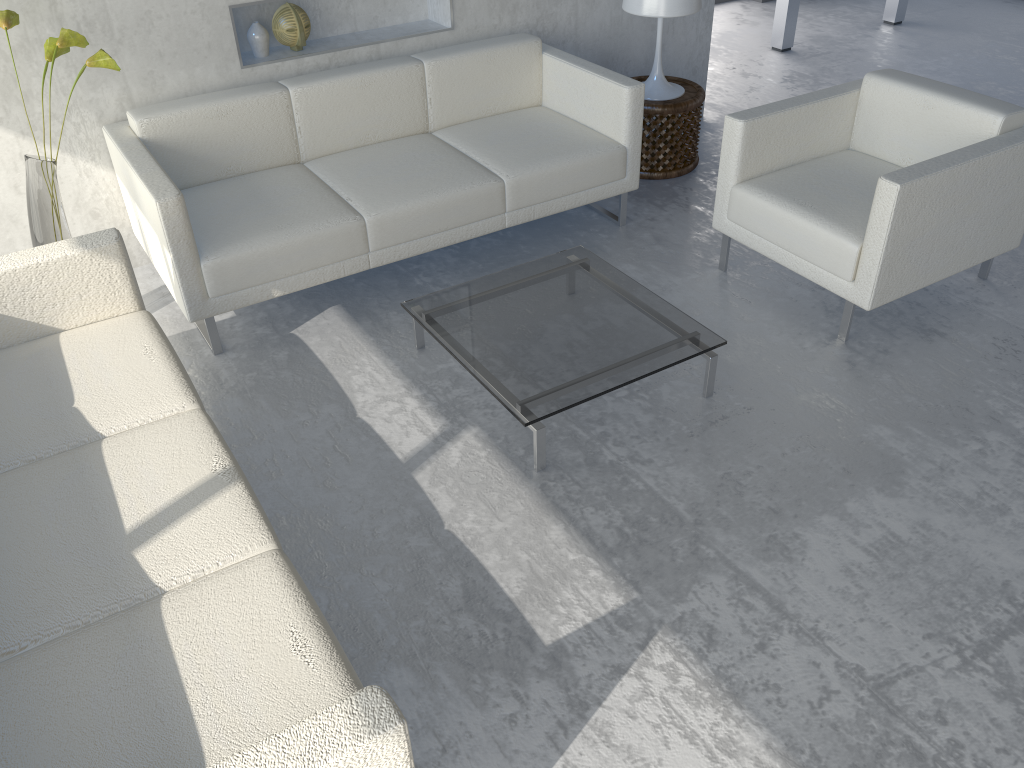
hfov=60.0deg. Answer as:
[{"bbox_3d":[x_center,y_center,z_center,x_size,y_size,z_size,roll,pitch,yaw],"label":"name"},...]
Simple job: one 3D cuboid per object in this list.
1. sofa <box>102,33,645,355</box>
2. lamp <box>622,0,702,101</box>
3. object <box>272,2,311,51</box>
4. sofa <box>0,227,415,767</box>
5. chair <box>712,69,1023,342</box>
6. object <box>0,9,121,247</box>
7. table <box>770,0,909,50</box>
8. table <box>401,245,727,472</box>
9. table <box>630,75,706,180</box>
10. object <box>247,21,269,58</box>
[{"bbox_3d":[-0.476,-0.840,3.486,1.881,0.658,0.821,-21,40,-24],"label":"sofa"},{"bbox_3d":[0.661,-1.596,3.952,0.347,0.582,0.347,15,39,22],"label":"lamp"},{"bbox_3d":[-0.863,-1.424,3.541,0.163,0.179,0.088,-29,44,-32],"label":"object"},{"bbox_3d":[-0.964,0.347,1.879,0.821,0.658,1.881,-21,40,-24],"label":"sofa"},{"bbox_3d":[1.284,-0.684,3.188,0.821,0.662,0.748,-21,40,-24],"label":"chair"},{"bbox_3d":[-1.420,-0.667,2.963,0.400,1.051,0.387,-4,36,-2],"label":"object"},{"bbox_3d":[2.726,-2.223,5.056,1.180,0.835,2.095,-21,40,-24],"label":"table"},{"bbox_3d":[0.147,-0.123,2.871,0.730,0.190,0.773,-21,40,-24],"label":"table"},{"bbox_3d":[0.675,-1.225,4.223,0.452,0.358,0.452,20,41,27],"label":"table"},{"bbox_3d":[-1.003,-1.366,3.513,0.086,0.128,0.086,-14,38,-16],"label":"object"}]
